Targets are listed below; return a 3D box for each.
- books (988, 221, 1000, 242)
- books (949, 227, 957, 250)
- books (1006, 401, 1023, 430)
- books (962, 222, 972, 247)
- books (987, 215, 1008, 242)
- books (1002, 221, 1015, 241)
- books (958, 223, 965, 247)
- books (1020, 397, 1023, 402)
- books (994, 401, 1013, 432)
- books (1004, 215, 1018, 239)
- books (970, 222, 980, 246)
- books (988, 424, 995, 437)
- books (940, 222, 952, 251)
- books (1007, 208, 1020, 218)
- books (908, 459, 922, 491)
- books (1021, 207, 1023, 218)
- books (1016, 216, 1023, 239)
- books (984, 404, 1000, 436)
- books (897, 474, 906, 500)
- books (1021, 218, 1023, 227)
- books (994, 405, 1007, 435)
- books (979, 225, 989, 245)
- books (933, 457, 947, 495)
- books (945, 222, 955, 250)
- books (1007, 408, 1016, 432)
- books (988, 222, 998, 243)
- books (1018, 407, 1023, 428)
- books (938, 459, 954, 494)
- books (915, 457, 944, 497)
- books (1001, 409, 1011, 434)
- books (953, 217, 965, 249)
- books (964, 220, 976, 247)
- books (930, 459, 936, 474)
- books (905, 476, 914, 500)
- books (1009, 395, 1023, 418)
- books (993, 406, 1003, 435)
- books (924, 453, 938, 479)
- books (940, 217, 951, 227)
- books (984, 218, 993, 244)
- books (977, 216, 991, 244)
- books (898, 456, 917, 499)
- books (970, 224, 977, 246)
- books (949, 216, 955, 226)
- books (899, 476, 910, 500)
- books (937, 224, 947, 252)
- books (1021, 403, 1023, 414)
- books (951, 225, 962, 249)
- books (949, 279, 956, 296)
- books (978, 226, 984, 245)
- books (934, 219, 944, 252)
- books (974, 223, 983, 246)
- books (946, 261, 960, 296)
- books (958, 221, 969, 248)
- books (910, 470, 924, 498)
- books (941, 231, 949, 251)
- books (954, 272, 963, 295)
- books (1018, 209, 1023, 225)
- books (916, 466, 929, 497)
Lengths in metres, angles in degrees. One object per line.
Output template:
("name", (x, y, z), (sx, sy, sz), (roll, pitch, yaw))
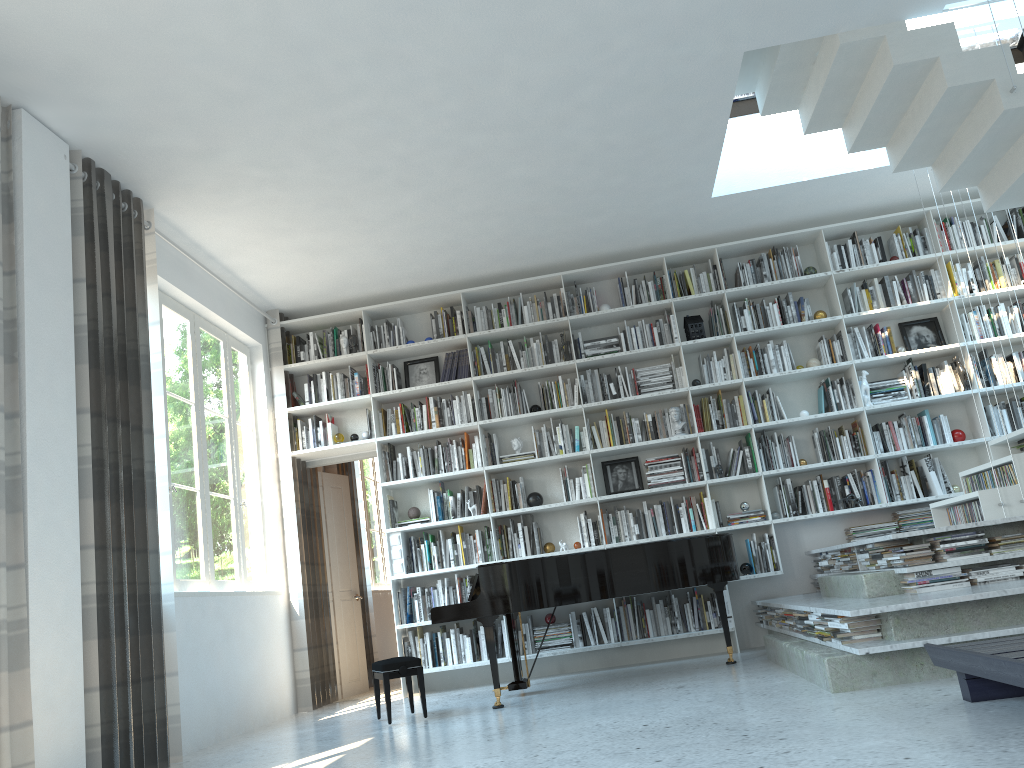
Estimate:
("books", (3.854, -1.170, 7.081), (0.010, 0.235, 0.132), (-9, -13, 5))
("books", (3.494, -1.114, 7.084), (0.022, 0.228, 0.175), (-9, -13, 5))
("books", (3.804, 0.269, 6.736), (0.027, 0.248, 0.184), (-9, -13, 5))
("books", (3.614, -1.146, 7.090), (0.022, 0.258, 0.163), (-9, -13, 5))
("books", (3.883, -1.196, 7.079), (0.069, 0.276, 0.132), (-9, -13, 5))
("books", (3.931, -1.169, 7.040), (0.024, 0.192, 0.187), (-9, -14, 5))
("books", (3.570, -1.138, 7.097), (0.014, 0.259, 0.168), (-9, -13, 5))
("books", (3.937, 0.234, 6.746), (0.011, 0.284, 0.161), (-9, -13, 5))
("books", (3.757, 0.276, 6.775), (0.024, 0.266, 0.133), (-9, -13, 5))
("books", (3.974, -1.199, 7.058), (0.068, 0.246, 0.161), (-9, -13, 5))
("books", (3.679, -1.150, 7.091), (0.027, 0.249, 0.155), (-9, -13, 5))
("books", (3.592, 0.298, 6.783), (0.085, 0.277, 0.160), (-9, -13, 5))
("books", (3.462, -1.135, 7.102), (0.013, 0.285, 0.151), (-9, -13, 5))
("books", (4.022, -1.239, 7.064), (0.014, 0.312, 0.162), (-9, -13, 5))
("books", (3.079, 0.732, 6.769), (0.010, 0.303, 0.132), (-9, -13, 5))
("books", (4.067, -1.239, 7.031), (0.014, 0.286, 0.190), (-9, -13, 5))
("books", (4.013, -1.195, 7.032), (0.012, 0.215, 0.193), (-9, -14, 5))
("books", (3.646, 0.297, 6.761), (0.024, 0.251, 0.176), (-9, -13, 5))
("books", (2.948, 0.797, 6.759), (0.025, 0.209, 0.137), (-9, -13, 5))
("books", (4.046, -1.196, 7.060), (0.021, 0.222, 0.131), (-9, -13, 5))
("books", (3.706, 0.294, 6.763), (0.022, 0.241, 0.151), (-9, -13, 5))
("books", (3.746, -1.142, 7.076), (0.026, 0.207, 0.163), (-9, -13, 5))
("books", (3.226, 0.710, 6.728), (0.025, 0.286, 0.160), (-9, -13, 5))
("books", (3.474, -1.132, 7.087), (0.012, 0.268, 0.185), (-9, -13, 5))
("books", (3.785, 0.299, 6.759), (0.025, 0.207, 0.149), (-9, -13, 5))
("books", (3.821, -1.156, 7.068), (0.057, 0.211, 0.163), (-9, -13, 5))
("books", (3.852, 0.292, 6.754), (0.027, 0.200, 0.164), (-9, -13, 5))
("books", (3.271, 0.712, 6.732), (0.062, 0.273, 0.148), (-9, -13, 5))
("books", (3.144, 0.713, 6.702), (0.075, 0.290, 0.255), (-9, -13, 5))
("books", (3.733, 0.308, 6.752), (0.029, 0.201, 0.173), (-9, -13, 5))
("books", (3.553, -1.160, 7.095), (0.012, 0.305, 0.185), (-9, -13, 5))
("books", (3.638, -1.152, 7.089), (0.029, 0.263, 0.179), (-9, -13, 5))
("books", (3.198, 0.720, 6.747), (0.012, 0.284, 0.160), (-9, -13, 5))
("books", (3.003, 0.799, 6.745), (0.024, 0.184, 0.149), (-9, -13, 5))
("books", (3.865, 0.242, 6.763), (0.013, 0.296, 0.141), (-9, -13, 5))
("books", (3.677, 0.301, 6.764), (0.037, 0.235, 0.153), (-9, -13, 5))
("books", (3.207, 0.699, 6.756), (0.012, 0.325, 0.136), (-9, -13, 5))
("books", (3.507, -1.162, 7.115), (0.014, 0.330, 0.143), (-9, -13, 5))
("books", (3.782, -1.174, 7.081), (0.015, 0.262, 0.143), (-9, -13, 5))
("books", (3.768, -1.182, 7.089), (0.012, 0.284, 0.160), (-9, -13, 5))
("books", (3.011, 0.724, 6.757), (0.014, 0.332, 0.169), (-9, -13, 5))
("books", (3.660, -1.143, 7.082), (0.011, 0.236, 0.148), (-9, -13, 5))
("books", (3.542, -1.164, 7.113), (0.012, 0.325, 0.151), (-9, -13, 5))
("books", (2.977, 0.804, 6.755), (0.030, 0.187, 0.140), (-9, -13, 5))
("books", (3.421, -1.122, 7.108), (0.022, 0.274, 0.160), (-9, -13, 5))
("books", (3.882, 0.271, 6.749), (0.014, 0.230, 0.172), (-9, -13, 5))
("books", (3.529, -1.126, 7.090), (0.023, 0.243, 0.183), (-9, -13, 5))
("books", (3.418, -0.784, 6.972), (0.036, 0.293, 0.135), (-9, -13, 5))
("books", (3.727, -1.144, 7.093), (0.014, 0.225, 0.133), (-9, -13, 5))
("books", (3.391, -1.139, 7.102), (0.011, 0.312, 0.173), (-9, -13, 5))
("books", (3.704, -1.150, 7.079), (0.025, 0.236, 0.144), (-9, -13, 5))
("books", (3.438, -0.793, 6.947), (0.010, 0.293, 0.183), (-9, -13, 5))
("books", (3.589, -1.149, 7.098), (0.027, 0.275, 0.148), (-9, -13, 5))
("books", (3.052, 0.774, 6.740), (0.052, 0.216, 0.185), (-9, -13, 5))
("books", (3.449, -1.098, 7.111), (0.025, 0.222, 0.137), (-9, -13, 5))
("books", (3.461, -0.753, 6.936), (0.024, 0.204, 0.166), (-9, -13, 5))
("books", (4.057, -1.233, 7.063), (0.012, 0.291, 0.140), (-9, -13, 5))
("books", (3.101, 0.756, 6.742), (0.031, 0.239, 0.172), (-9, -13, 5))
